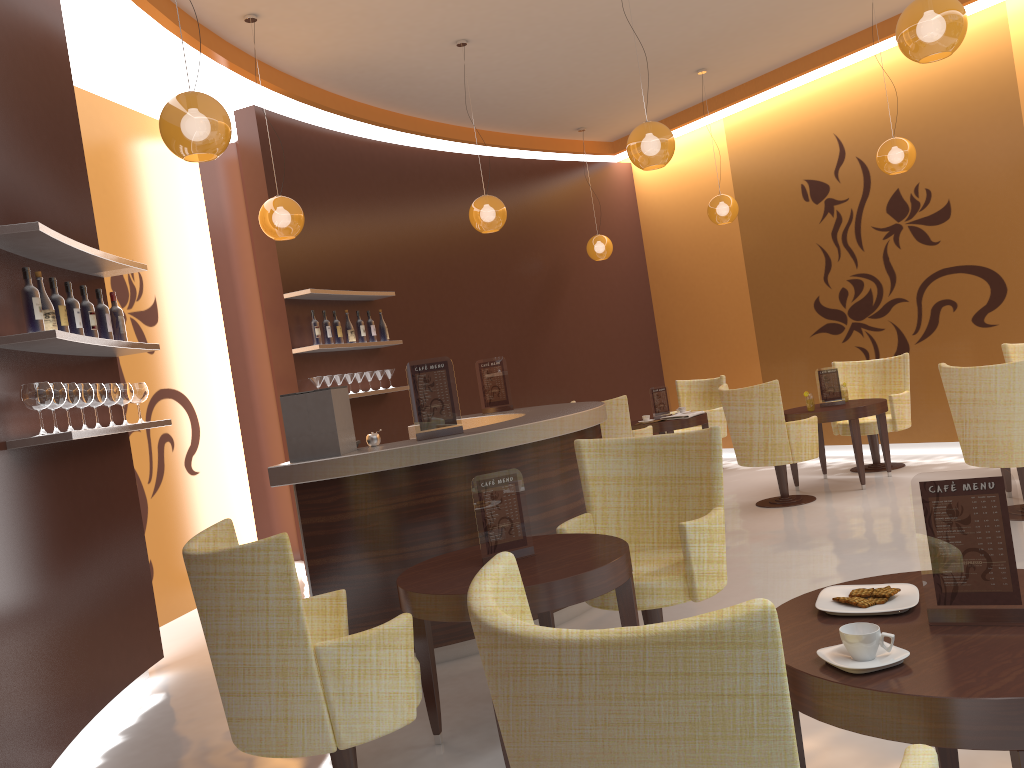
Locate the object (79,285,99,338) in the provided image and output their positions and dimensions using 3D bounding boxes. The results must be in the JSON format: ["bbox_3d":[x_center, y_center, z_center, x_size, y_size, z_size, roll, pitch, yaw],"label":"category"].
[{"bbox_3d":[-2.110,-0.342,4.406,0.073,0.297,0.073,-9,1,-26],"label":"object"}]

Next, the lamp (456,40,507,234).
[{"bbox_3d":[-0.283,-1.937,6.947,0.299,1.500,0.299,-9,1,-18],"label":"lamp"}]

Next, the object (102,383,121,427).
[{"bbox_3d":[-2.042,0.111,4.496,0.125,0.221,0.125,-9,1,-11],"label":"object"}]

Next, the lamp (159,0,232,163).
[{"bbox_3d":[-1.466,-1.723,3.843,0.299,1.500,0.299,-8,1,32],"label":"lamp"}]

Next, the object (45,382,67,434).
[{"bbox_3d":[-1.988,0.110,3.840,0.125,0.221,0.125,-9,1,-11],"label":"object"}]

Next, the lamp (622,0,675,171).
[{"bbox_3d":[0.768,-2.083,5.492,0.299,1.500,0.299,-8,1,32],"label":"lamp"}]

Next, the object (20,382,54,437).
[{"bbox_3d":[-1.964,0.108,3.684,0.125,0.221,0.125,-9,1,-11],"label":"object"}]

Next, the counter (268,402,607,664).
[{"bbox_3d":[-0.113,0.783,5.636,1.586,1.100,2.917,-9,1,9],"label":"counter"}]

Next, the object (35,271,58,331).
[{"bbox_3d":[-2.080,-0.347,3.935,0.086,0.303,0.086,-8,1,33],"label":"object"}]

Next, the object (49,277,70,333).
[{"bbox_3d":[-2.092,-0.342,4.078,0.073,0.297,0.073,-8,1,23],"label":"object"}]

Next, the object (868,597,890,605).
[{"bbox_3d":[0.881,0.523,2.144,0.054,0.018,0.051,-8,1,41],"label":"object"}]

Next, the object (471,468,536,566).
[{"bbox_3d":[-0.035,0.495,3.323,0.209,0.335,0.042,-9,1,-22],"label":"object"}]

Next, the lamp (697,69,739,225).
[{"bbox_3d":[1.951,-2.297,8.596,0.299,1.500,0.299,-9,1,7],"label":"lamp"}]

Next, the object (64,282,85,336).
[{"bbox_3d":[-2.104,-0.341,4.245,0.073,0.297,0.073,-9,1,-26],"label":"object"}]

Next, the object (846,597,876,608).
[{"bbox_3d":[0.836,0.524,2.126,0.051,0.018,0.054,-9,1,-38],"label":"object"}]

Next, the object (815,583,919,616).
[{"bbox_3d":[0.869,0.529,2.169,0.234,0.020,0.234,-8,1,25],"label":"object"}]

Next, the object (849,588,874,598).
[{"bbox_3d":[0.870,0.520,2.209,0.055,0.014,0.053,-8,1,37],"label":"object"}]

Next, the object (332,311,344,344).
[{"bbox_3d":[-1.479,-0.471,7.489,0.073,0.297,0.073,-9,1,-39],"label":"object"}]

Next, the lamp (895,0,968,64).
[{"bbox_3d":[1.818,-2.229,4.038,0.299,1.500,0.299,-9,1,-25],"label":"lamp"}]

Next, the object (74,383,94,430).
[{"bbox_3d":[-2.021,0.111,4.165,0.125,0.221,0.125,-9,1,-11],"label":"object"}]

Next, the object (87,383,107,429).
[{"bbox_3d":[-2.035,0.112,4.328,0.125,0.221,0.125,-9,1,-11],"label":"object"}]

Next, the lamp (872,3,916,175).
[{"bbox_3d":[3.001,-2.443,7.142,0.299,1.500,0.299,-9,1,-11],"label":"lamp"}]

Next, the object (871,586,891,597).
[{"bbox_3d":[0.911,0.515,2.189,0.054,0.018,0.051,-9,1,11],"label":"object"}]

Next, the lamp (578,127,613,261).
[{"bbox_3d":[0.901,-2.151,10.051,0.299,1.500,0.299,-9,1,-36],"label":"lamp"}]

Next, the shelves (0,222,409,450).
[{"bbox_3d":[-1.720,-0.264,5.919,0.586,0.902,4.744,-9,1,11],"label":"shelves"}]

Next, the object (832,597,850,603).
[{"bbox_3d":[0.818,0.528,2.169,0.052,0.018,0.055,-9,1,-12],"label":"object"}]

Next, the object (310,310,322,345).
[{"bbox_3d":[-1.594,-0.450,7.184,0.073,0.297,0.073,-9,1,2],"label":"object"}]

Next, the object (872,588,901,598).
[{"bbox_3d":[0.910,0.507,2.154,0.052,0.016,0.055,-9,1,-37],"label":"object"}]

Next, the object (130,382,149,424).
[{"bbox_3d":[-2.039,0.107,4.835,0.125,0.221,0.125,-9,1,-11],"label":"object"}]

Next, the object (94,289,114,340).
[{"bbox_3d":[-2.114,-0.343,4.581,0.073,0.297,0.073,-9,1,-39],"label":"object"}]

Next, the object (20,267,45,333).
[{"bbox_3d":[-2.037,-0.347,3.757,0.073,0.297,0.073,-9,1,-26],"label":"object"}]

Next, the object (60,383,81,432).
[{"bbox_3d":[-2.007,0.111,4.003,0.125,0.221,0.125,-9,1,-11],"label":"object"}]

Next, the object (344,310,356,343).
[{"bbox_3d":[-1.410,-0.489,7.662,0.086,0.303,0.086,-8,1,38],"label":"object"}]

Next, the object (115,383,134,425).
[{"bbox_3d":[-2.048,0.110,4.666,0.125,0.221,0.125,-9,1,-11],"label":"object"}]

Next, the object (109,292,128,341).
[{"bbox_3d":[-2.115,-0.345,4.745,0.073,0.297,0.073,-9,1,-26],"label":"object"}]

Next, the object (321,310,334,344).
[{"bbox_3d":[-1.535,-0.461,7.344,0.073,0.297,0.073,-9,1,2],"label":"object"}]

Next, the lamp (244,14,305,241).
[{"bbox_3d":[-1.639,-1.718,5.945,0.299,1.500,0.299,-9,1,-18],"label":"lamp"}]

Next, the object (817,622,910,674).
[{"bbox_3d":[0.711,0.531,1.805,0.153,0.069,0.153,-9,1,-14],"label":"object"}]
